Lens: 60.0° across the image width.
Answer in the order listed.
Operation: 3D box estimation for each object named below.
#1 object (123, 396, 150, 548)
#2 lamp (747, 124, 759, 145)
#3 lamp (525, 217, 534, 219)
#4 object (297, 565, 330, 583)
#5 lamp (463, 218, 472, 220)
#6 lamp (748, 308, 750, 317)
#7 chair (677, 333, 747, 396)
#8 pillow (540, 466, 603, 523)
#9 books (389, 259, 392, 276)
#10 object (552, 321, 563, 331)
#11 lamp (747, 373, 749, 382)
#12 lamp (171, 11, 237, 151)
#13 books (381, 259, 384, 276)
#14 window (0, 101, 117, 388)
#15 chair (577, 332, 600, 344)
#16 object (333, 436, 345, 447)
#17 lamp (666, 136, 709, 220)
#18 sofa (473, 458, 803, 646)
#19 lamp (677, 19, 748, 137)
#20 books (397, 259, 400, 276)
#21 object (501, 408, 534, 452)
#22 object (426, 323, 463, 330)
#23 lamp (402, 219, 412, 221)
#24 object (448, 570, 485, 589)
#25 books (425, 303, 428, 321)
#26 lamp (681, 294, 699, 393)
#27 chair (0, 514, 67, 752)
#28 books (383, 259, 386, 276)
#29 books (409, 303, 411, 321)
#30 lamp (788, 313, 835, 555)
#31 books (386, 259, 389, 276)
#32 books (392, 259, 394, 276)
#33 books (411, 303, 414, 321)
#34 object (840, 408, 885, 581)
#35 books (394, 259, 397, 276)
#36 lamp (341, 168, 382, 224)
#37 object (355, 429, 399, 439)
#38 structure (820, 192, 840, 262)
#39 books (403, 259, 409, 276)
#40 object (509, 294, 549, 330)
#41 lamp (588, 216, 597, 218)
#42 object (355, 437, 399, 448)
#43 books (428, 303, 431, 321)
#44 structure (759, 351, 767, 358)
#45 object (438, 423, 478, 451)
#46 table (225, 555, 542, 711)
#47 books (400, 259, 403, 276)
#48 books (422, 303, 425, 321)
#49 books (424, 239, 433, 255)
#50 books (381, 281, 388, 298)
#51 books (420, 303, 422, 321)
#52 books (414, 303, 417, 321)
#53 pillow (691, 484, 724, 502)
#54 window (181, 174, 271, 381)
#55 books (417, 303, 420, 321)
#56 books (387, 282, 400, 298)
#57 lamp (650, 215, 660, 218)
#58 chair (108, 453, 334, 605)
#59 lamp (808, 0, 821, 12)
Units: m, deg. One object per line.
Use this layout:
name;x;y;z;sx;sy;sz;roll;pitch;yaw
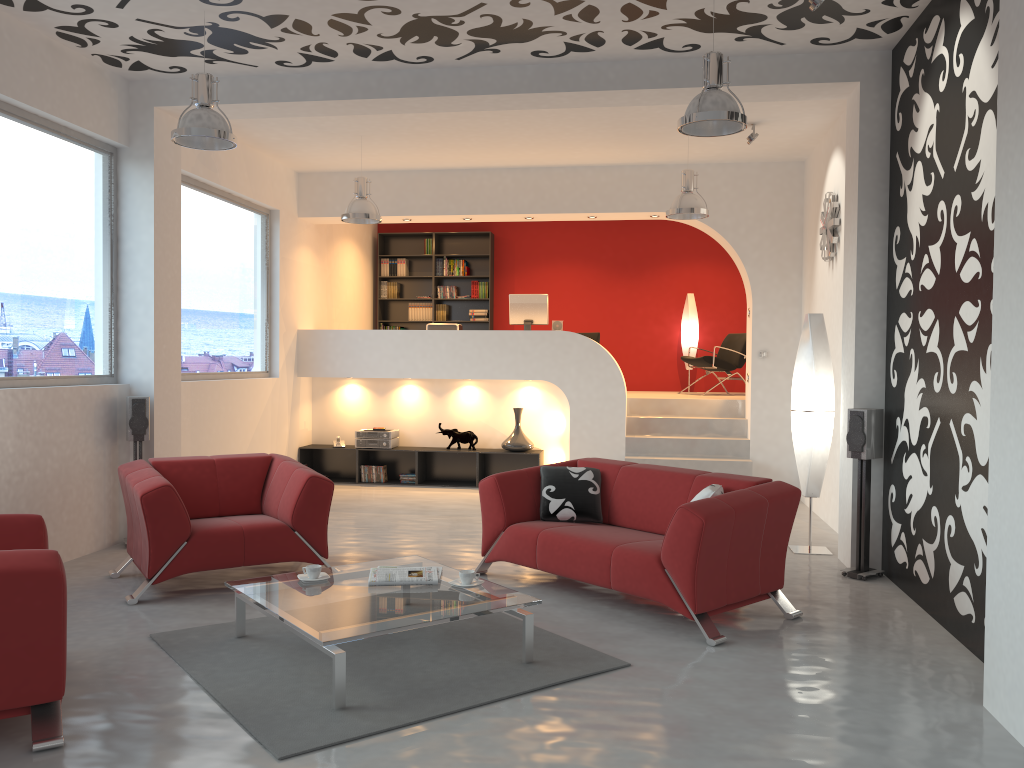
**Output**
object;-2.793;0.650;6.622;0.214;1.112;0.229;0;2;-26
lamp;2.113;-2.189;7.780;0.118;0.176;0.112;-1;2;-39
lamp;0.191;-1.844;9.867;0.105;0.011;0.105;0;1;-3
object;-0.996;0.951;4.460;0.153;0.069;0.153;0;2;-25
lamp;-0.501;-1.854;9.971;0.105;0.011;0.105;0;1;-3
lamp;2.548;-0.767;9.537;0.011;0.105;0.105;1;1;9
chair;2.609;-0.261;11.327;0.768;0.795;0.664;0;2;-16
pillow;0.382;0.713;5.739;0.402;0.343;0.288;1;1;1
books;-1.731;-1.670;12.815;0.040;0.260;0.200;1;1;9
object;0.527;-0.661;10.305;0.133;0.147;0.151;0;1;-8
lamp;2.542;-0.068;9.555;0.011;0.105;0.105;1;1;9
lamp;-1.860;-1.859;5.364;0.379;0.800;0.379;2;2;37
books;-1.851;-1.672;12.833;0.040;0.260;0.200;1;1;9
window;-3.245;-0.873;5.603;0.100;1.800;2.400;1;1;9
chair;0.731;-0.285;11.551;0.664;0.795;0.768;1;2;29
object;-1.980;0.658;10.159;0.130;0.117;0.146;0;2;-16
lamp;1.563;-1.890;7.882;0.379;0.800;0.379;0;2;-20
sofa;0.694;0.903;5.378;0.951;0.738;1.929;-1;2;-41
lamp;1.115;-1.818;4.916;0.379;0.800;0.379;1;1;1
books;-1.611;-1.668;12.797;0.040;0.260;0.200;1;1;9
object;0.066;0.511;9.930;0.369;0.481;0.369;0;2;-26
object;-0.779;-0.607;10.534;0.397;0.217;0.458;1;1;9
lamp;-1.193;-1.863;10.075;0.105;0.011;0.105;0;1;-3
object;-0.224;0.961;4.381;0.153;0.069;0.153;2;2;35
books;-1.206;-1.031;12.752;0.040;0.260;0.200;1;1;9
lamp;2.432;-0.560;12.138;0.237;1.349;0.237;1;2;17
chair;-2.307;0.922;3.492;0.951;0.738;1.288;0;2;-31
books;-1.811;-1.671;12.827;0.040;0.260;0.200;1;1;9
books;-1.447;-1.034;12.788;0.040;0.260;0.200;1;1;9
lamp;2.252;0.365;6.654;0.313;1.779;0.313;1;2;17
books;-1.771;-1.671;12.821;0.040;0.260;0.200;1;1;9
books;-1.691;-1.669;12.809;0.040;0.260;0.200;1;1;9
books;-1.407;-1.033;12.782;0.040;0.260;0.200;1;1;9
object;2.326;0.719;5.859;0.229;1.112;0.214;-1;2;-36
books;-1.651;-1.669;12.803;0.040;0.260;0.200;1;1;9
lamp;-1.413;-1.931;8.329;0.379;0.800;0.379;0;2;-20
object;-1.546;0.572;10.179;0.430;0.077;0.349;1;1;9
structure;2.747;-1.365;7.706;0.090;0.596;0.596;1;1;9
books;-1.531;-1.667;12.785;0.040;0.260;0.200;1;1;9
object;0.196;-0.817;10.301;0.458;0.452;0.230;1;1;9
lamp;0.883;-1.835;9.762;0.105;0.011;0.105;0;1;-3
object;-1.548;0.670;10.174;0.430;0.100;0.365;1;1;9
books;-1.166;-1.030;12.745;0.040;0.260;0.200;1;1;9
structure;2.630;-0.310;9.275;0.080;0.080;0.016;1;1;9
object;-0.618;0.594;10.059;0.507;0.296;0.191;1;2;24
table;-0.645;1.137;4.271;1.097;0.286;1.162;-1;2;-36
books;-1.571;-1.668;12.791;0.040;0.260;0.200;1;1;9
books;-1.247;-1.031;12.758;0.040;0.260;0.200;1;1;9
books;-1.166;-1.953;12.735;0.146;0.240;0.170;1;1;9
books;-1.831;-1.353;12.850;0.090;0.256;0.181;1;1;9
books;-1.287;-1.032;12.764;0.040;0.260;0.200;1;1;9
books;-1.367;-1.033;12.776;0.040;0.260;0.200;1;1;9
pillow;1.037;0.739;4.987;0.288;0.343;0.402;1;2;16
window;-2.828;-0.940;8.371;0.100;1.800;2.400;1;1;9
books;-1.327;-1.032;12.770;0.040;0.260;0.200;1;1;9
books;-1.712;-1.344;12.832;0.146;0.240;0.170;1;1;9
lamp;1.556;-1.825;9.661;0.105;0.011;0.105;0;1;-3
chair;-1.846;0.869;5.707;1.288;0.738;0.951;0;2;-31
lamp;1.666;-2.118;4.815;0.118;0.176;0.112;-1;2;-39
